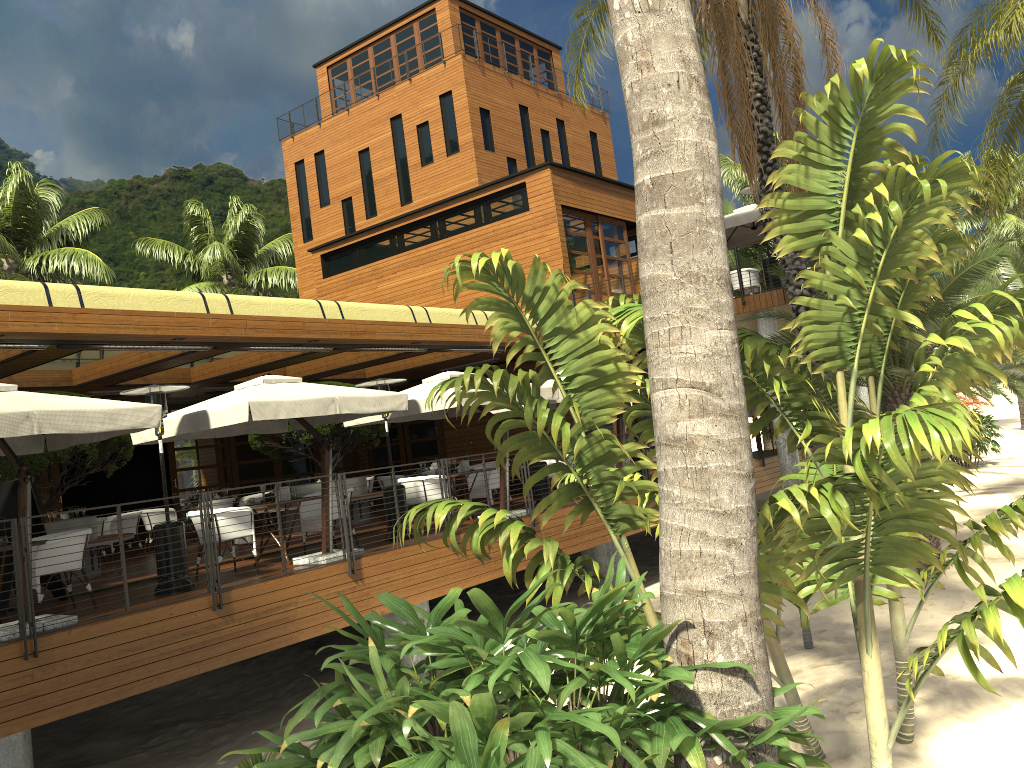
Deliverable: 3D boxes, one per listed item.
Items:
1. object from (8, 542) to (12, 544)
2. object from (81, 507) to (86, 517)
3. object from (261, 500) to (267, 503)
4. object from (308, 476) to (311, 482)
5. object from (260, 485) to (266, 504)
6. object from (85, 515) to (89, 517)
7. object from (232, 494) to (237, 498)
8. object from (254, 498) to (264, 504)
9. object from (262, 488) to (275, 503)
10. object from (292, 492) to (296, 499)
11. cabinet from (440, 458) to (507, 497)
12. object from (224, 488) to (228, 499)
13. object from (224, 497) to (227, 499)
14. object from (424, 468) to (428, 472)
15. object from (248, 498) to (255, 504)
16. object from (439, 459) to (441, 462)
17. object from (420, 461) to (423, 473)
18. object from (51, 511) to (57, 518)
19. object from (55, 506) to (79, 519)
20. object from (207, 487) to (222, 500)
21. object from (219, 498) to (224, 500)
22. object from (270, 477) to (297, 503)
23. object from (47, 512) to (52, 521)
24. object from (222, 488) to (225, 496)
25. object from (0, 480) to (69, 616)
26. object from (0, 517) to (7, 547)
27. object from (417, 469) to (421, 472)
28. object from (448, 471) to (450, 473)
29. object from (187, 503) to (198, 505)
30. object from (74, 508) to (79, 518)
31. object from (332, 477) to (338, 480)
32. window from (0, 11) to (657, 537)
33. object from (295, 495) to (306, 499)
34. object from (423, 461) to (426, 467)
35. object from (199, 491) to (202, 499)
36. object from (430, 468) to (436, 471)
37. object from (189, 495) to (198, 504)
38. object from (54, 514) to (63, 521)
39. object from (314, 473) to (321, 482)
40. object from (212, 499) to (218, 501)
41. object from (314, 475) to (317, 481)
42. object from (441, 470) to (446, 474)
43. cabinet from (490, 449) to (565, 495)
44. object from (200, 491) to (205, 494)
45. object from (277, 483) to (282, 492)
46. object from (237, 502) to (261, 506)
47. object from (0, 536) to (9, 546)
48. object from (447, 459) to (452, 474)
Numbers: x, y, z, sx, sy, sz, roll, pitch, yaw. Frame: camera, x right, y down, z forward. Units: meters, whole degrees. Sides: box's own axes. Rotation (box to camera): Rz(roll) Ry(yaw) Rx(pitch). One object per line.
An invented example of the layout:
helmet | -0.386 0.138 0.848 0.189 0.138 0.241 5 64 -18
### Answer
object | -4.803 1.520 8.501 0.294 0.025 0.170 -11 -5 37
object | -7.081 2.156 14.665 0.082 0.227 0.082 -3 -7 -43
object | -2.988 1.422 10.694 0.080 0.042 0.080 -8 -4 -2
object | -4.392 2.118 19.251 0.082 0.227 0.082 -6 -5 -15
object | -2.977 1.319 10.628 0.082 0.227 0.082 -11 -6 38
object | -7.082 2.237 14.763 0.086 0.086 0.086 -8 -5 1
object | -5.301 2.151 16.938 0.086 0.086 0.086 -9 -5 15
object | -3.069 1.426 10.754 0.116 0.065 0.116 -11 -5 35
object | -3.004 1.374 10.962 0.162 0.179 0.168 -11 -6 39
object | -2.720 1.385 10.992 0.086 0.086 0.086 -12 -6 42
cabinet | -0.906 2.192 20.464 1.608 0.839 0.557 -11 -6 37
object | -5.422 2.088 16.860 0.082 0.227 0.082 -4 -6 -35
object | -5.506 2.194 16.998 0.116 0.065 0.116 -5 -5 -32
object | -1.709 1.718 17.643 0.086 0.086 0.086 -11 -6 38
object | -3.167 1.432 10.808 0.086 0.086 0.086 -12 -6 42
object | -1.392 1.602 17.659 0.082 0.227 0.082 -6 -5 -18
object | -1.813 1.662 17.700 0.082 0.227 0.082 -8 -5 -1
object | -7.429 2.184 14.396 0.082 0.227 0.082 -10 -6 30
object | -7.365 2.181 14.692 0.263 0.264 0.263 -12 -6 41
object | -5.711 2.117 16.941 0.263 0.264 0.263 -4 -6 -35
object | -5.514 2.195 16.827 0.080 0.042 0.080 -4 -5 -37
object | -2.775 1.288 10.783 0.263 0.264 0.263 -7 -5 -8
object | -7.677 2.242 14.738 0.082 0.227 0.082 -3 -7 -43
object | -5.586 2.137 17.237 0.082 0.227 0.082 -3 -7 -41
object | -5.549 1.776 9.765 0.768 1.399 0.771 -10 -5 21
object | -4.820 1.373 8.093 0.263 0.264 0.263 -7 -5 -8
object | -1.904 1.775 18.084 0.086 0.086 0.086 -4 -6 -42
object | -0.950 1.337 13.376 0.080 0.042 0.080 -8 -4 -2
object | -6.000 2.258 16.672 0.170 0.025 0.294 -5 -5 -31
object | -7.350 2.215 14.990 0.082 0.227 0.082 -12 -7 42
object | -3.926 2.118 19.753 0.168 0.179 0.163 -8 -5 -1
window | -3.047 -6.002 23.254 14.478 17.991 38.385 -9 -4 14
object | -2.757 1.435 11.192 0.294 0.025 0.170 -11 -5 37
object | -1.776 1.686 18.112 0.082 0.227 0.082 -6 -5 -18
object | -5.977 2.177 17.070 0.082 0.227 0.082 -4 -6 -35
object | -1.575 1.711 17.648 0.116 0.065 0.116 -9 -5 20
object | -6.083 2.213 16.988 0.163 0.179 0.167 -5 -5 -32
object | -7.320 2.190 14.307 0.163 0.179 0.167 -4 -6 -42
object | -4.175 2.088 19.458 0.263 0.264 0.263 -7 -5 -4
object | -5.606 2.190 16.749 0.116 0.065 0.116 -7 -4 -9
object | -4.352 2.142 19.675 0.082 0.227 0.082 -7 -5 -10
object | -1.030 1.341 13.436 0.116 0.065 0.116 -11 -5 35
cabinet | 0.368 1.952 19.493 1.608 0.839 0.557 -11 -6 37
object | -5.803 2.126 16.671 0.082 0.227 0.082 -3 -7 -41
object | -2.932 1.352 11.182 0.082 0.227 0.082 -10 -6 26
object | -3.124 1.442 10.598 0.294 0.025 0.170 -11 -5 37
object | -4.765 1.470 8.301 0.086 0.086 0.086 -12 -6 42
object | -0.938 1.234 13.310 0.082 0.227 0.082 -11 -6 38
